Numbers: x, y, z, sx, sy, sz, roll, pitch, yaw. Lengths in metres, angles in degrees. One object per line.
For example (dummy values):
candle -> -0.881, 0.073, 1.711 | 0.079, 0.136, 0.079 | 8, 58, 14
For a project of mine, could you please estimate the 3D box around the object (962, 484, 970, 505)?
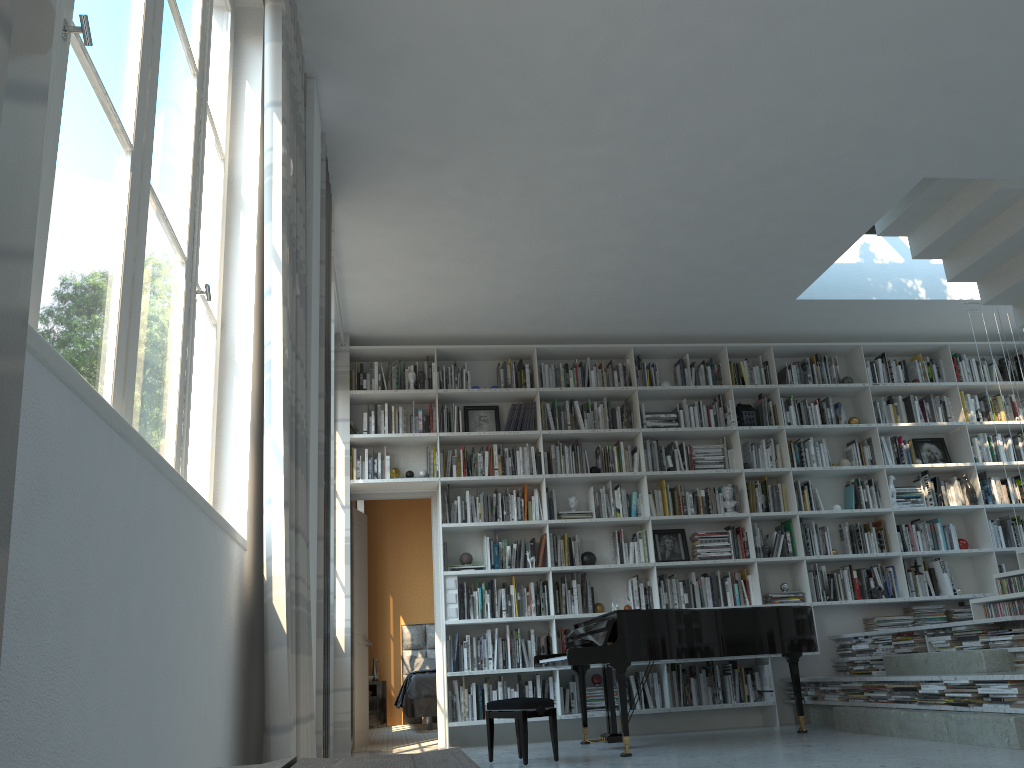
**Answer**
object -> 3.932, 0.994, 7.760 | 0.022, 0.211, 0.179 | -1, -18, -8

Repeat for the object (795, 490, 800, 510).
object -> 2.405, 1.018, 7.552 | 0.013, 0.207, 0.140 | -1, -18, -8

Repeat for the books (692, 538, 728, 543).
books -> 1.639, 1.298, 7.355 | 0.254, 0.012, 0.161 | 0, -19, -11

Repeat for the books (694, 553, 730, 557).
books -> 1.646, 1.411, 7.315 | 0.254, 0.012, 0.161 | 1, -19, -13

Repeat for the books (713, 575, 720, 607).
books -> 1.634, 1.693, 7.212 | 0.028, 0.263, 0.162 | -1, -18, -8

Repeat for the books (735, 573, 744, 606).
books -> 1.837, 1.690, 7.250 | 0.026, 0.271, 0.175 | -1, -18, -8

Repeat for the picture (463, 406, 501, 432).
picture -> -0.252, 0.322, 7.472 | 0.300, 0.298, 0.078 | -1, -18, -8

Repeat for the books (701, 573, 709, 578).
books -> 1.589, 1.691, 7.233 | 0.014, 0.285, 0.135 | -1, -18, -8

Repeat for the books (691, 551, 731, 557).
books -> 1.644, 1.403, 7.329 | 0.285, 0.012, 0.160 | -1, -18, -8

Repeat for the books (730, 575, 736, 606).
books -> 1.783, 1.702, 7.251 | 0.014, 0.255, 0.145 | -1, -18, -8

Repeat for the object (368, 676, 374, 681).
object -> -1.710, 3.521, 10.588 | 0.118, 0.061, 0.118 | -3, -18, -1

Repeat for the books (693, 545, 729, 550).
books -> 1.643, 1.355, 7.333 | 0.254, 0.012, 0.161 | 1, -19, -13

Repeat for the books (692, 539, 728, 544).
books -> 1.640, 1.309, 7.349 | 0.254, 0.012, 0.161 | 1, -19, -12

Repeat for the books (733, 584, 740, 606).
books -> 1.807, 1.728, 7.220 | 0.023, 0.182, 0.169 | -1, -18, -8

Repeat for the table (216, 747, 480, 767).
table -> -0.242, 0.412, 0.352 | 0.523, 0.414, 0.929 | -1, -18, -8

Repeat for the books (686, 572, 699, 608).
books -> 1.466, 1.686, 7.203 | 0.026, 0.290, 0.152 | -1, -18, -8

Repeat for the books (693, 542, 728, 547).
books -> 1.641, 1.333, 7.344 | 0.254, 0.012, 0.161 | -2, -18, -5

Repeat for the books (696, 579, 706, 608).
books -> 1.519, 1.712, 7.203 | 0.031, 0.236, 0.159 | -1, -18, -8

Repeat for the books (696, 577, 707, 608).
books -> 1.544, 1.708, 7.224 | 0.025, 0.253, 0.136 | -1, -18, -8

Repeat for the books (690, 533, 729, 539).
books -> 1.637, 1.262, 7.362 | 0.285, 0.012, 0.160 | 1, -19, -13

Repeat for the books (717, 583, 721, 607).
books -> 1.658, 1.727, 7.220 | 0.021, 0.202, 0.128 | -1, -18, -8

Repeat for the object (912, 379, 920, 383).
object -> 3.623, -0.008, 7.954 | 0.071, 0.072, 0.072 | -18, -23, 38

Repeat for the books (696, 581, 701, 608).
books -> 1.492, 1.722, 7.204 | 0.025, 0.219, 0.140 | -1, -18, -8

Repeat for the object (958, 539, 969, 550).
object -> 3.847, 1.383, 7.598 | 0.115, 0.116, 0.115 | 7, -21, -29

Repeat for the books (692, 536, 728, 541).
books -> 1.638, 1.286, 7.357 | 0.254, 0.012, 0.161 | 1, -19, -12

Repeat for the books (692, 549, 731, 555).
books -> 1.644, 1.391, 7.330 | 0.285, 0.012, 0.160 | -1, -18, -7

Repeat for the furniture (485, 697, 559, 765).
furniture -> 0.054, 2.014, 5.173 | 0.240, 0.352, 0.468 | 8, -21, -32

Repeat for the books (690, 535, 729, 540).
books -> 1.637, 1.276, 7.365 | 0.285, 0.012, 0.160 | -1, -18, -6

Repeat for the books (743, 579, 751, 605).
books -> 1.900, 1.712, 7.241 | 0.011, 0.216, 0.166 | -1, -18, -8

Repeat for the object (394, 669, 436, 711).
object -> -0.581, 3.311, 9.911 | 1.481, 0.538, 1.456 | -1, -18, -9

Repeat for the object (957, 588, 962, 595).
object -> 3.763, 1.758, 7.487 | 0.071, 0.072, 0.072 | -18, -23, 38

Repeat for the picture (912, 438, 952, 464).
picture -> 3.758, 0.624, 7.923 | 0.300, 0.298, 0.078 | -1, -18, -8

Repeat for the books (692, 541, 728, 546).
books -> 1.640, 1.321, 7.348 | 0.254, 0.012, 0.161 | 0, -19, -11

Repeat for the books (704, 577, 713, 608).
books -> 1.573, 1.703, 7.201 | 0.026, 0.244, 0.192 | -1, -18, -8

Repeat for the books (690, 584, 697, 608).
books -> 1.446, 1.727, 7.173 | 0.023, 0.196, 0.165 | -1, -18, -8

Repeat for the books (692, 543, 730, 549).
books -> 1.643, 1.343, 7.336 | 0.285, 0.012, 0.160 | -2, -18, -3

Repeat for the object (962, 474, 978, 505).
object -> 3.946, 0.916, 7.640 | 0.087, 0.287, 0.075 | -12, -20, 25

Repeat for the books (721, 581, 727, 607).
books -> 1.694, 1.720, 7.214 | 0.024, 0.206, 0.183 | -1, -18, -8

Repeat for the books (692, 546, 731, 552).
books -> 1.644, 1.366, 7.328 | 0.285, 0.012, 0.160 | -2, -18, -3

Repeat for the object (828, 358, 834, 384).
object -> 2.842, -0.074, 7.974 | 0.006, 0.296, 0.130 | -1, -18, -8

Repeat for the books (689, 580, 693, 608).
books -> 1.425, 1.715, 7.187 | 0.013, 0.229, 0.139 | -1, -18, -8

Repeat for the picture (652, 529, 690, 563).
picture -> 1.308, 1.351, 7.349 | 0.300, 0.298, 0.078 | -1, -18, -8

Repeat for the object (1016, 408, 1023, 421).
object -> 4.604, 0.283, 7.952 | 0.203, 0.136, 0.095 | -6, -18, 7

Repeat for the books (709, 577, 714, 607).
books -> 1.603, 1.705, 7.223 | 0.011, 0.251, 0.159 | -1, -18, -8

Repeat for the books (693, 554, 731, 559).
books -> 1.647, 1.422, 7.310 | 0.285, 0.012, 0.160 | -2, -18, -3

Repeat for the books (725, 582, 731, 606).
books -> 1.732, 1.721, 7.218 | 0.023, 0.203, 0.168 | -1, -18, -8

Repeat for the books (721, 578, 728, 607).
books -> 1.711, 1.710, 7.231 | 0.014, 0.234, 0.154 | -1, -18, -8

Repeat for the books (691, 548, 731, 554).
books -> 1.643, 1.379, 7.332 | 0.285, 0.012, 0.160 | -1, -18, -6

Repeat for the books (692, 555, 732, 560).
books -> 1.646, 1.436, 7.316 | 0.285, 0.012, 0.160 | 0, -19, -9

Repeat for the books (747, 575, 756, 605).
books -> 1.933, 1.696, 7.245 | 0.033, 0.245, 0.177 | -1, -18, -8

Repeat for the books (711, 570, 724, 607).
books -> 1.673, 1.679, 7.227 | 0.012, 0.295, 0.178 | -1, -18, -8

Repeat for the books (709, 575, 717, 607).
books -> 1.615, 1.697, 7.216 | 0.010, 0.260, 0.182 | -1, -18, -8

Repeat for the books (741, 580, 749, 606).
books -> 1.874, 1.714, 7.235 | 0.042, 0.211, 0.169 | -1, -18, -8

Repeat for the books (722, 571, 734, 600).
books -> 1.769, 1.682, 7.248 | 0.014, 0.292, 0.138 | -1, -18, -8

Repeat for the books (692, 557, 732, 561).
books -> 1.648, 1.444, 7.303 | 0.285, 0.012, 0.160 | 1, -19, -13

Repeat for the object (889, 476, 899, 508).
object -> 3.224, 0.919, 7.521 | 0.087, 0.287, 0.075 | -12, -20, 25

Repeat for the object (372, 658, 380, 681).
object -> -1.653, 3.453, 10.723 | 0.091, 0.267, 0.091 | -17, -22, 35

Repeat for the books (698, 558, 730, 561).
books -> 1.648, 1.458, 7.306 | 0.254, 0.012, 0.161 | -1, -18, -6

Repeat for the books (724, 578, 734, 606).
books -> 1.754, 1.706, 7.225 | 0.023, 0.233, 0.175 | -1, -18, -8

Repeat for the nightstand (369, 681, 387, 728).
nightstand -> -1.819, 3.821, 10.556 | 0.650, 0.516, 0.432 | -2, -18, -5
